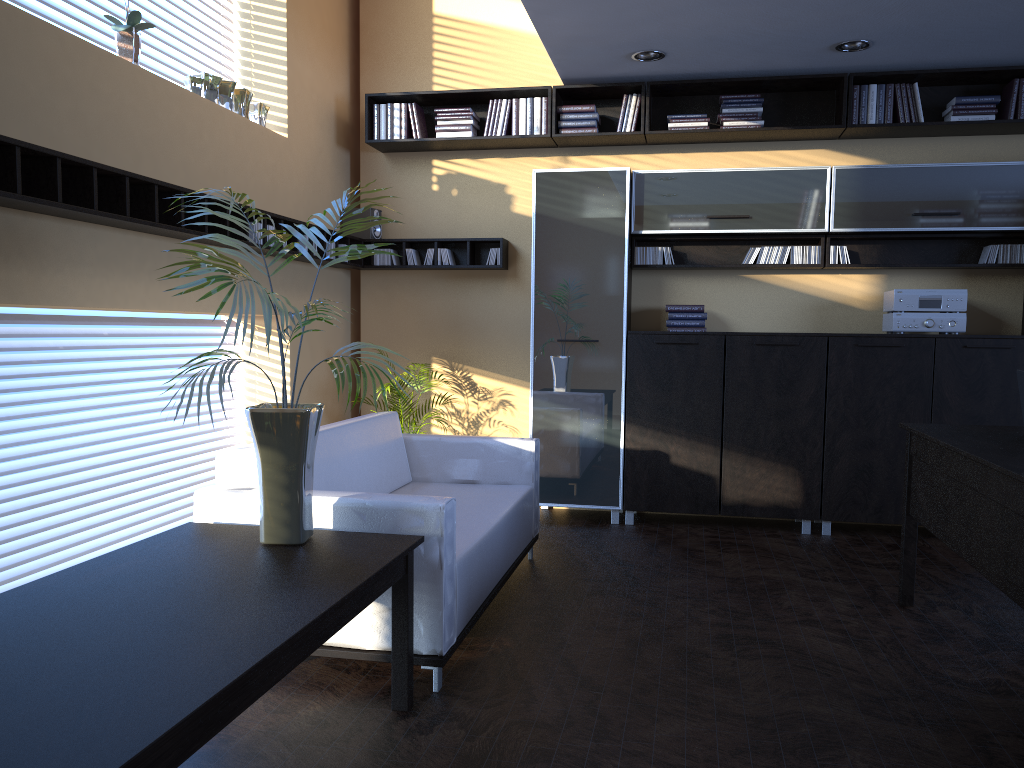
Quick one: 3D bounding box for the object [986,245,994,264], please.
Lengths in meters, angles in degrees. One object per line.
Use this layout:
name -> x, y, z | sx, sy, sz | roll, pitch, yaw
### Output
object -> 3.100, -0.840, 5.780 | 0.030, 0.120, 0.142 | 2, 4, 11

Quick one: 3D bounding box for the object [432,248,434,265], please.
object -> -0.564, -0.927, 6.509 | 0.030, 0.124, 0.142 | 2, 4, 11

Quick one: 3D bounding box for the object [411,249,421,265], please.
object -> -0.705, -0.929, 6.537 | 0.040, 0.118, 0.142 | 2, 4, 11

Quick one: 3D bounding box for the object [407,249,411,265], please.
object -> -0.740, -0.931, 6.544 | 0.030, 0.120, 0.142 | 2, 4, 11

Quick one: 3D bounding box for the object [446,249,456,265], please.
object -> -0.445, -0.923, 6.485 | 0.040, 0.118, 0.142 | 2, 4, 11

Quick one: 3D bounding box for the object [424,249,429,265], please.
object -> -0.610, -0.927, 6.518 | 0.040, 0.118, 0.142 | 2, 4, 11

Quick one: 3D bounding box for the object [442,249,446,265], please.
object -> -0.480, -0.925, 6.492 | 0.030, 0.120, 0.142 | 2, 4, 11

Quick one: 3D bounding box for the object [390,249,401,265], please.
object -> -0.862, -0.933, 6.568 | 0.040, 0.118, 0.142 | 2, 4, 11

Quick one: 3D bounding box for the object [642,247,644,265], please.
object -> 0.921, -0.892, 6.216 | 0.009, 0.120, 0.142 | 2, 4, 11

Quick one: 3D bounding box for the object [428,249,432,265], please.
object -> -0.585, -0.928, 6.513 | 0.030, 0.120, 0.142 | 2, 4, 11

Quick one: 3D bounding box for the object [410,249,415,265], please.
object -> -0.719, -0.931, 6.540 | 0.030, 0.120, 0.142 | 2, 4, 11

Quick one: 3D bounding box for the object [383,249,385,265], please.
object -> -0.926, -0.936, 6.581 | 0.009, 0.120, 0.142 | 2, 4, 11

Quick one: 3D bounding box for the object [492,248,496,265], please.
object -> -0.117, -0.916, 6.420 | 0.030, 0.120, 0.142 | 2, 4, 11

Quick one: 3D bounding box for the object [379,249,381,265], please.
object -> -0.956, -0.937, 6.587 | 0.009, 0.120, 0.142 | 2, 4, 11

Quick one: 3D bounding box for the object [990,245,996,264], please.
object -> 3.110, -0.840, 5.778 | 0.030, 0.120, 0.142 | 2, 4, 11

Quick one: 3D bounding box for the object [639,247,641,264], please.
object -> 0.901, -0.893, 6.216 | 0.006, 0.118, 0.140 | 2, 4, 12

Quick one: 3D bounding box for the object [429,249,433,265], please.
object -> -0.575, -0.927, 6.511 | 0.030, 0.120, 0.142 | 2, 4, 11

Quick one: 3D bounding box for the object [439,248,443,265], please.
object -> -0.511, -0.926, 6.498 | 0.009, 0.120, 0.142 | 2, 4, 11

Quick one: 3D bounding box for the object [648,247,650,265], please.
object -> 0.960, -0.891, 6.204 | 0.009, 0.120, 0.142 | 2, 4, 12

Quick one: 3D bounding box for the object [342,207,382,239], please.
object -> -1.112, -1.185, 6.606 | 0.254, 0.230, 0.158 | 2, 5, 21

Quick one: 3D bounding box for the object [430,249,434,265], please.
object -> -0.565, -0.927, 6.509 | 0.030, 0.120, 0.142 | 2, 4, 11

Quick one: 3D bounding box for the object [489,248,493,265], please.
object -> -0.137, -0.917, 6.424 | 0.030, 0.120, 0.142 | 2, 4, 11

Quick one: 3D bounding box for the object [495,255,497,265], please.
object -> -0.106, -0.916, 6.418 | 0.030, 0.124, 0.142 | 2, 4, 11

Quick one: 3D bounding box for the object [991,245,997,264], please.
object -> 3.120, -0.839, 5.776 | 0.030, 0.120, 0.142 | 2, 4, 11

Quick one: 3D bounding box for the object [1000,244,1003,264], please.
object -> 3.158, -0.838, 5.754 | 0.009, 0.124, 0.142 | 2, 4, 11

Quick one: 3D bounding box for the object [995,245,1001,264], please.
object -> 3.150, -0.839, 5.768 | 0.009, 0.120, 0.142 | 2, 4, 11

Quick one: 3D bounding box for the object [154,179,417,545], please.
object -> -1.275, 0.179, 3.226 | 1.894, 1.864, 1.038 | 3, 5, 31

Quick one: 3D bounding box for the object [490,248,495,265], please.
object -> -0.127, -0.917, 6.422 | 0.030, 0.120, 0.142 | 2, 4, 11

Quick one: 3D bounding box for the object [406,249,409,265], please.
object -> -0.750, -0.932, 6.546 | 0.030, 0.120, 0.142 | 2, 4, 11

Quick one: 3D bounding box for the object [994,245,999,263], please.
object -> 3.128, -0.839, 5.765 | 0.026, 0.118, 0.140 | 2, 4, 11

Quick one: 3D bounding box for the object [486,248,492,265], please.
object -> -0.152, -0.916, 6.427 | 0.040, 0.118, 0.142 | 2, 4, 11

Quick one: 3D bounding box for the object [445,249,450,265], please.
object -> -0.460, -0.925, 6.488 | 0.030, 0.120, 0.142 | 2, 4, 11

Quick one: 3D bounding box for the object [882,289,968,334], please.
object -> 2.665, -0.464, 5.739 | 0.430, 0.282, 0.362 | 1, 4, 11

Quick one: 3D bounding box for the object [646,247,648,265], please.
object -> 0.950, -0.891, 6.204 | 0.009, 0.120, 0.142 | 2, 4, 11

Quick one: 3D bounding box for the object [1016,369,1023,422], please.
object -> 2.273, 0.092, 3.632 | 0.322, 0.283, 0.389 | 2, 4, 21

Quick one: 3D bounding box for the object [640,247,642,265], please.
object -> 0.910, -0.892, 6.212 | 0.009, 0.120, 0.142 | 2, 4, 11

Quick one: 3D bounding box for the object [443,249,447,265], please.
object -> -0.470, -0.925, 6.490 | 0.030, 0.120, 0.142 | 2, 4, 11

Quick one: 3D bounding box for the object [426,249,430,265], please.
object -> -0.595, -0.928, 6.515 | 0.030, 0.120, 0.142 | 2, 4, 11

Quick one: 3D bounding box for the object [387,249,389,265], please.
object -> -0.896, -0.935, 6.575 | 0.009, 0.120, 0.142 | 2, 4, 11

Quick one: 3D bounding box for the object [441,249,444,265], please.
object -> -0.490, -0.925, 6.494 | 0.030, 0.120, 0.142 | 2, 4, 11

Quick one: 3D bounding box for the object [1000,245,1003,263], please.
object -> 3.158, -0.838, 5.761 | 0.006, 0.118, 0.140 | 2, 4, 11

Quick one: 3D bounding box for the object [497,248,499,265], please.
object -> -0.086, -0.916, 6.414 | 0.009, 0.120, 0.142 | 2, 4, 11

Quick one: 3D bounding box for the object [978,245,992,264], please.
object -> 3.085, -0.839, 5.783 | 0.040, 0.118, 0.142 | 2, 4, 11

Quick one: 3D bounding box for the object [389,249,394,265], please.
object -> -0.886, -0.935, 6.573 | 0.009, 0.120, 0.142 | 2, 4, 11

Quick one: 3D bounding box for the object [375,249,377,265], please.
object -> -0.987, -0.938, 6.593 | 0.009, 0.120, 0.142 | 2, 4, 11

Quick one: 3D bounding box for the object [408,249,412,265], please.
object -> -0.729, -0.931, 6.542 | 0.030, 0.120, 0.142 | 2, 4, 11

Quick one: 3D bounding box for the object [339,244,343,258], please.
object -> -1.251, -0.915, 6.185 | 0.142, 0.119, 0.040 | 1, 5, 11

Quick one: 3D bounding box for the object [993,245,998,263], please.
object -> 3.130, -0.839, 5.773 | 0.030, 0.120, 0.142 | 2, 4, 11

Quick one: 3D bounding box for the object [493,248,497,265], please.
object -> -0.107, -0.916, 6.418 | 0.030, 0.120, 0.142 | 2, 4, 11

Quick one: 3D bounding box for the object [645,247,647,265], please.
object -> 0.940, -0.892, 6.208 | 0.009, 0.120, 0.142 | 2, 4, 11
